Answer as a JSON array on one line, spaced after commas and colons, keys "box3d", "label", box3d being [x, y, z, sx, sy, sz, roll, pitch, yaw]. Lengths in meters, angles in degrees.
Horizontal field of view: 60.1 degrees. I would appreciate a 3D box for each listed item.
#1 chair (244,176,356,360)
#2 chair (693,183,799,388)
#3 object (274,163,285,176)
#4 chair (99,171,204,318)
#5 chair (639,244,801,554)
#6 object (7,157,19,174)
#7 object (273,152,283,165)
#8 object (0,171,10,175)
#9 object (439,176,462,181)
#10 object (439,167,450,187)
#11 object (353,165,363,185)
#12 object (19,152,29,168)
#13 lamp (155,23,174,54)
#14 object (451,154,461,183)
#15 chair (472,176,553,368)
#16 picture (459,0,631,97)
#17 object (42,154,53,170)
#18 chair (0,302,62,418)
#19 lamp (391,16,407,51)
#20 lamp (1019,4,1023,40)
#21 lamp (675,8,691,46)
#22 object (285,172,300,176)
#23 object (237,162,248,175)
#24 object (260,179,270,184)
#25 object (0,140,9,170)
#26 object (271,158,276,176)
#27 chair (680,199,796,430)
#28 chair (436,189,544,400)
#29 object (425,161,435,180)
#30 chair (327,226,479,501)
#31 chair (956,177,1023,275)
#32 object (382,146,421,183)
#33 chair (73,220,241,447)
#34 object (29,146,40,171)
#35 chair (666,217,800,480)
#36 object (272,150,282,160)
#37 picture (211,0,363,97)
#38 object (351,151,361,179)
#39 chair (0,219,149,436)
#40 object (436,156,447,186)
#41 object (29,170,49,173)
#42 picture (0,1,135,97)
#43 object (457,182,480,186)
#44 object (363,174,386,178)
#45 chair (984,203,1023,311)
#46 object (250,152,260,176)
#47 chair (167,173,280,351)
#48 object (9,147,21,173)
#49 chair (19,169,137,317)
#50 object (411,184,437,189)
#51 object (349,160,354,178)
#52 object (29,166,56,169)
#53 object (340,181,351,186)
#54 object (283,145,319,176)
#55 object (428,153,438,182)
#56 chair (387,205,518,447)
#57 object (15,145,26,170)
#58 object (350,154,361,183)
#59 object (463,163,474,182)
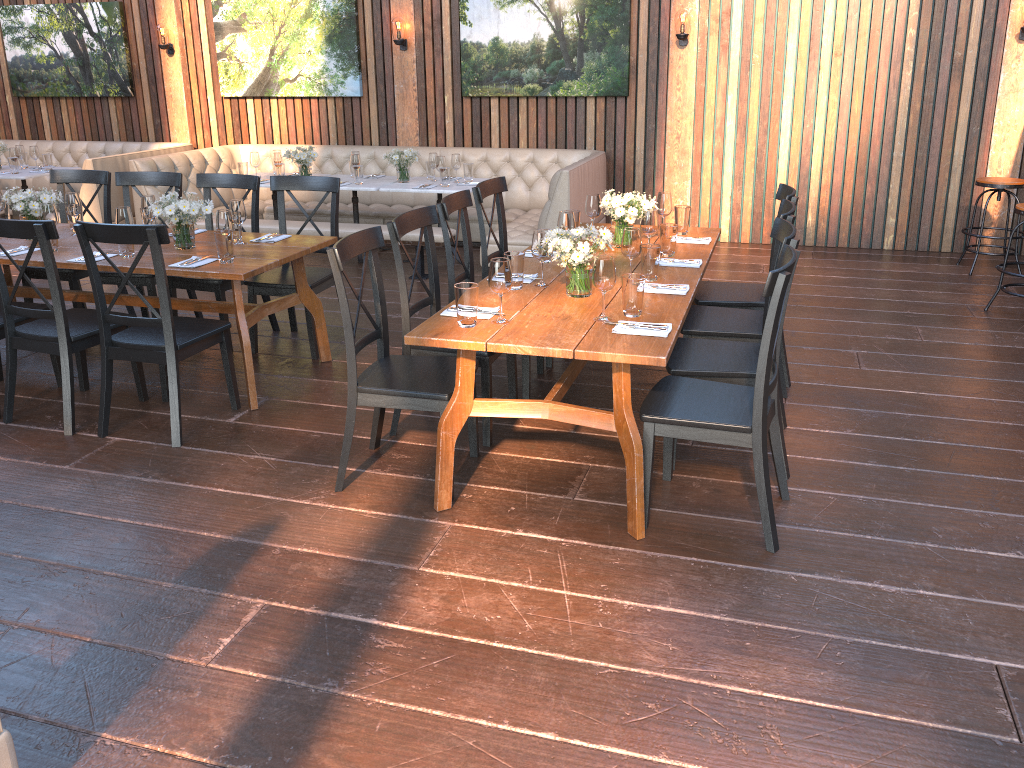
[{"box3d": [-1.308, -0.724, 5.374, 0.478, 1.001, 0.549, 5, 18, 16], "label": "chair"}, {"box3d": [1.263, -0.555, 4.823, 0.540, 1.001, 0.486, 3, 18, 12], "label": "chair"}, {"box3d": [-2.061, -1.876, 7.858, 0.092, 0.155, 0.093, 0, 18, 3], "label": "object"}, {"box3d": [-2.379, -0.826, 5.692, 0.478, 1.001, 0.549, 3, 18, 12], "label": "chair"}, {"box3d": [0.772, 0.015, 3.285, 0.541, 1.001, 0.485, 6, 19, 21], "label": "chair"}, {"box3d": [-4.890, -2.144, 8.688, 0.092, 0.155, 0.093, 0, 18, 3], "label": "object"}, {"box3d": [-2.098, -1.952, 7.945, 0.092, 0.240, 0.093, -9, 19, -24], "label": "object"}, {"box3d": [-5.056, -2.076, 8.708, 0.158, 0.018, 0.260, 5, 21, 16], "label": "object"}, {"box3d": [-0.556, -1.835, 7.893, 0.158, 0.018, 0.260, 5, 21, 16], "label": "object"}, {"box3d": [-0.561, -1.731, 7.409, 0.092, 0.155, 0.093, 0, 18, 3], "label": "object"}, {"box3d": [-1.324, -1.802, 7.632, 0.092, 0.155, 0.093, 0, 18, 3], "label": "object"}, {"box3d": [-5.052, -2.312, 9.152, 0.092, 0.155, 0.093, 0, 18, 3], "label": "object"}, {"box3d": [-3.718, -3.690, 9.459, 0.146, 0.314, 0.181, 5, 19, 16], "label": "lamp"}, {"box3d": [-0.482, -1.865, 7.651, 0.093, 0.240, 0.093, -11, 20, -29], "label": "object"}, {"box3d": [0.058, -0.670, 5.181, 0.540, 1.001, 0.486, 5, 18, 16], "label": "chair"}, {"box3d": [0.294, -3.229, 8.355, 1.652, 0.980, 0.066, 5, 18, 17], "label": "picture"}, {"box3d": [-4.707, -2.252, 8.977, 0.092, 0.155, 0.093, -13, 22, -34], "label": "object"}, {"box3d": [-2.729, -0.405, 4.553, 0.478, 1.001, 0.549, 4, 18, 13], "label": "chair"}, {"box3d": [-1.104, -3.440, 8.684, 0.146, 0.314, 0.181, 5, 19, 16], "label": "lamp"}, {"box3d": [4.166, -2.935, 7.122, 0.146, 0.314, 0.181, 5, 19, 16], "label": "lamp"}, {"box3d": [1.526, -3.188, 7.905, 0.146, 0.314, 0.181, 5, 19, 16], "label": "lamp"}, {"box3d": [-2.039, -1.977, 8.333, 0.158, 0.018, 0.260, 5, 21, 16], "label": "object"}, {"box3d": [-2.428, -1.924, 8.003, 0.092, 0.155, 0.093, 0, 18, 3], "label": "object"}, {"box3d": [-2.227, -1.808, 7.879, 0.158, 0.018, 0.260, 5, 21, 16], "label": "object"}, {"box3d": [-5.285, -2.329, 8.995, 0.331, 0.304, 0.341, 11, 22, 32], "label": "object"}, {"box3d": [-2.207, -2.041, 8.313, 0.092, 0.155, 0.093, 0, 18, 3], "label": "object"}, {"box3d": [1.099, -0.365, 4.310, 0.540, 1.001, 0.486, 5, 18, 16], "label": "chair"}, {"box3d": [-0.106, -0.480, 4.668, 0.540, 1.001, 0.486, 3, 18, 12], "label": "chair"}, {"box3d": [-0.723, -1.899, 7.873, 0.092, 0.155, 0.093, 0, 18, 3], "label": "object"}, {"box3d": [-0.434, -0.101, 3.642, 0.540, 1.001, 0.486, 3, 18, 12], "label": "chair"}, {"box3d": [3.859, -1.264, 7.073, 0.469, 0.721, 0.475, 7, 20, 23], "label": "chair"}, {"box3d": [-0.959, -1.919, 7.722, 0.336, 0.304, 0.335, -3, 19, -8], "label": "object"}, {"box3d": [-1.676, -0.296, 4.221, 0.478, 1.001, 0.549, 5, 18, 16], "label": "chair"}, {"box3d": [-4.811, -2.278, 8.930, 0.092, 0.240, 0.093, -9, 19, -24], "label": "object"}, {"box3d": [0.935, -0.175, 3.797, 0.540, 1.001, 0.486, 3, 18, 12], "label": "chair"}, {"box3d": [-2.171, -2.045, 8.202, 0.092, 0.240, 0.093, -9, 19, -24], "label": "object"}, {"box3d": [-2.330, -3.478, 9.127, 1.652, 0.980, 0.066, 5, 18, 17], "label": "picture"}, {"box3d": [-1.405, -1.972, 7.975, 0.093, 0.240, 0.093, -11, 20, -29], "label": "object"}, {"box3d": [-2.214, -0.346, 4.374, 0.478, 1.001, 0.548, 6, 19, 22], "label": "chair"}, {"box3d": [-0.599, -1.807, 7.496, 0.093, 0.240, 0.093, -11, 20, -29], "label": "object"}, {"box3d": [-4.706, -2.128, 8.837, 0.255, 0.018, 0.160, 6, 21, 17], "label": "object"}, {"box3d": [-5.001, -3.732, 9.912, 1.652, 0.980, 0.066, 5, 18, 17], "label": "picture"}, {"box3d": [-0.377, -1.715, 7.558, 0.255, 0.018, 0.160, 6, 21, 17], "label": "object"}, {"box3d": [-1.274, -1.904, 8.106, 0.158, 0.018, 0.260, 5, 21, 16], "label": "object"}, {"box3d": [3.459, -0.800, 5.821, 0.468, 0.721, 0.477, -1, 18, 0], "label": "chair"}, {"box3d": [-2.326, -1.978, 8.025, 0.092, 0.240, 0.093, -9, 19, -24], "label": "object"}, {"box3d": [-1.844, -0.775, 5.533, 0.478, 1.001, 0.548, 6, 19, 21], "label": "chair"}, {"box3d": [-4.927, -2.220, 8.775, 0.092, 0.240, 0.094, 6, 18, 19], "label": "object"}, {"box3d": [-2.915, -0.878, 5.851, 0.478, 1.001, 0.549, 5, 18, 16], "label": "chair"}, {"box3d": [-0.727, -1.663, 7.429, 0.158, 0.018, 0.260, 5, 21, 16], "label": "object"}, {"box3d": [-1.441, -1.967, 8.086, 0.092, 0.155, 0.093, 0, 18, 3], "label": "object"}, {"box3d": [-4.885, -2.248, 9.172, 0.158, 0.018, 0.260, 5, 21, 16], "label": "object"}, {"box3d": [-1.490, -1.735, 7.652, 0.158, 0.018, 0.260, 5, 21, 16], "label": "object"}, {"box3d": [-1.876, -1.999, 7.974, 0.338, 0.304, 0.333, 14, 24, 37], "label": "object"}, {"box3d": [-0.687, -1.903, 7.762, 0.093, 0.240, 0.093, -11, 20, -29], "label": "object"}, {"box3d": [-0.270, -0.290, 4.155, 0.540, 1.001, 0.486, 5, 18, 16], "label": "chair"}, {"box3d": [-5.016, -2.316, 9.041, 0.092, 0.240, 0.093, -9, 19, -24], "label": "object"}, {"box3d": [-1.361, -1.878, 7.719, 0.093, 0.240, 0.093, -11, 20, -29], "label": "object"}, {"box3d": [-0.378, -1.839, 7.698, 0.092, 0.155, 0.093, 0, 18, 3], "label": "object"}]
